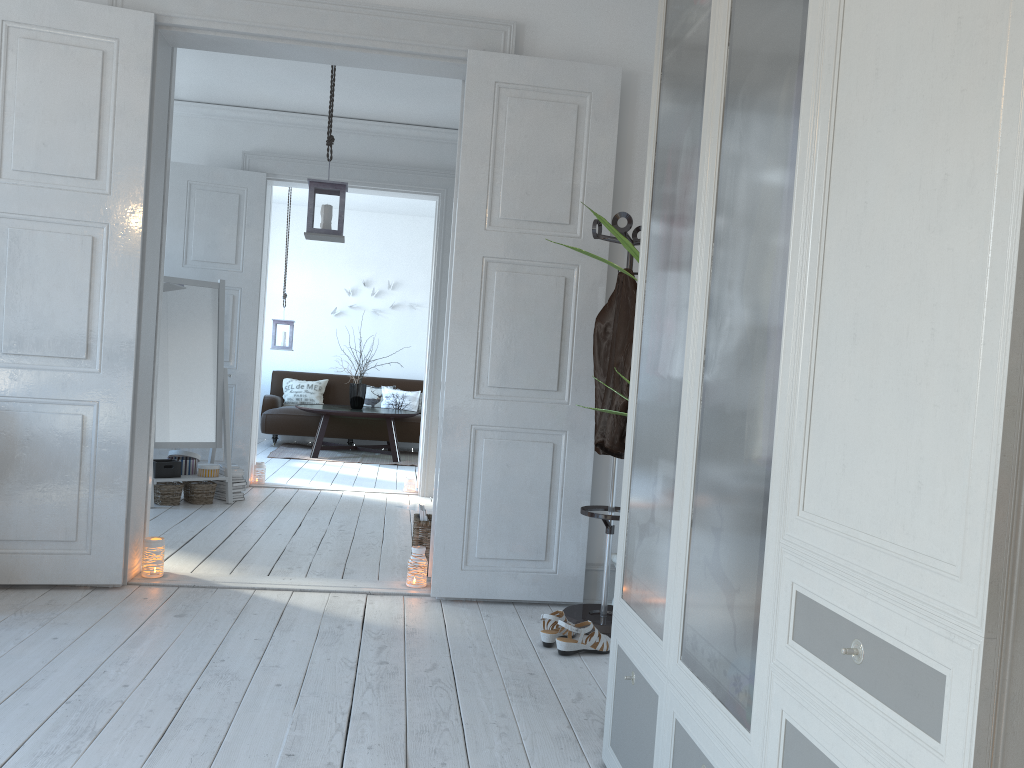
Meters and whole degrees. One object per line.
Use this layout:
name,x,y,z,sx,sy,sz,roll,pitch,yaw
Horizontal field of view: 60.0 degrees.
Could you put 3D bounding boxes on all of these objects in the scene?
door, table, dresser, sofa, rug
door,-0.912,-0.361,3.874,2.599,2.507,0.577,4,2,-7
table,-1.661,0.515,9.464,1.300,0.503,1.299,4,1,-17
dresser,0.697,-0.063,1.616,0.631,2.164,1.431,4,1,-7
sofa,-1.741,0.326,10.242,2.165,0.825,0.968,4,1,-7
rug,-1.679,0.738,9.497,1.710,0.055,1.455,4,1,-7
door,-1.289,-0.426,6.863,2.599,2.507,0.577,4,2,-7

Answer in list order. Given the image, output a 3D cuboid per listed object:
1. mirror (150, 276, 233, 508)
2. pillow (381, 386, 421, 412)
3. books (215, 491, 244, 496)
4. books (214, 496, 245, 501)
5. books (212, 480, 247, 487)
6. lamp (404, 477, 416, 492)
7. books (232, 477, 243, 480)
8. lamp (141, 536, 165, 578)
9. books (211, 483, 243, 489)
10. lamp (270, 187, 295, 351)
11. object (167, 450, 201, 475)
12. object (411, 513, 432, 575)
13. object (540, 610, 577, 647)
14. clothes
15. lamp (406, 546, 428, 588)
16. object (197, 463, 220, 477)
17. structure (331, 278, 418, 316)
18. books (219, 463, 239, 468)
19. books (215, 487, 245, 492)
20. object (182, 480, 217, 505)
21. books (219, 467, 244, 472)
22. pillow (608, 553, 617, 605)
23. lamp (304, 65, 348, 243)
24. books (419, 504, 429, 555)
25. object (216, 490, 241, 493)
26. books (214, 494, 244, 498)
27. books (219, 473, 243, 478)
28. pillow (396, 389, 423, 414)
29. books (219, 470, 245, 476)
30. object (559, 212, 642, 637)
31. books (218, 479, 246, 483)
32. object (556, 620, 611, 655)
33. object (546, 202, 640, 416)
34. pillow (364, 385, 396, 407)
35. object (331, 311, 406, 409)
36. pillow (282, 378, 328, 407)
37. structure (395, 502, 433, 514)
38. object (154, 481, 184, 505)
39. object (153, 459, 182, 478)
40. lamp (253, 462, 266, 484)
mirror,-2.146,0.029,5.842,0.611,1.489,0.416,3,2,-43
pillow,-1.300,0.192,10.285,0.471,0.309,0.188,4,2,-7
books,-1.947,0.746,6.079,0.180,0.016,0.128,5,1,38
books,-1.946,0.780,6.085,0.178,0.016,0.128,4,1,31
books,-1.937,0.675,6.073,0.193,0.022,0.128,4,1,25
lamp,-0.805,0.795,6.986,0.093,0.110,0.093,4,1,10
books,-1.940,0.637,6.078,0.128,0.016,0.176,3,1,-41
lamp,-1.557,0.753,3.850,0.089,0.166,0.089,4,2,-15
books,-1.952,0.697,6.080,0.167,0.022,0.128,4,1,27
lamp,-2.369,-1.235,9.336,0.228,1.763,0.228,4,2,-11
object,-2.209,0.517,5.957,0.207,0.159,0.241,4,1,0
object,-0.357,0.793,4.382,0.270,0.265,0.223,4,1,-7
object,0.174,0.914,3.389,0.099,0.126,0.272,5,1,25
clothes,0.441,-0.080,3.540,0.237,0.770,0.211,5,2,26
lamp,-0.427,0.827,4.006,0.093,0.180,0.092,3,2,-24
object,-2.015,0.573,5.887,0.142,0.074,0.142,4,1,-24
structure,-1.645,-1.019,10.667,1.025,0.478,0.085,4,2,-7
books,-1.942,0.562,6.082,0.111,0.014,0.156,4,1,-28
books,-1.944,0.718,6.077,0.186,0.017,0.132,4,1,30
object,-2.085,0.717,5.900,0.185,0.140,0.295,3,1,-36
books,-1.933,0.578,6.072,0.132,0.017,0.186,4,1,-34
pillow,0.597,0.842,3.843,0.317,0.314,0.272,4,1,-6
lamp,-1.033,-1.728,5.159,0.228,1.763,0.228,4,2,-11
books,-0.368,0.760,4.379,0.201,0.300,0.179,4,2,-7
object,-1.955,0.730,6.089,0.156,0.014,0.111,5,1,36
books,-1.948,0.763,6.082,0.176,0.016,0.128,5,1,34
books,-1.938,0.621,6.075,0.128,0.016,0.180,3,1,-36
pillow,-1.117,0.215,10.422,0.542,0.288,0.182,4,1,-6
books,-1.928,0.600,6.070,0.128,0.026,0.200,3,1,-36
object,0.432,0.160,3.619,0.374,1.659,0.374,4,2,0
books,-1.937,0.655,6.081,0.178,0.016,0.128,5,1,36
object,0.281,0.923,3.262,0.272,0.126,0.099,3,2,-35
object,0.551,0.232,2.673,1.043,1.555,0.289,5,2,22
pillow,-1.600,0.179,10.323,0.473,0.348,0.158,4,2,-9
object,-1.491,-0.255,9.391,0.846,1.066,0.525,3,2,-36
pillow,-2.402,0.111,10.259,0.519,0.367,0.238,4,1,-8
structure,-0.046,-0.413,6.473,0.800,2.829,1.248,5,2,38
object,-2.255,0.706,5.771,0.185,0.140,0.295,3,1,-36
object,-2.246,0.545,5.721,0.165,0.103,0.155,3,1,-43
lamp,-1.948,0.687,6.848,0.089,0.166,0.089,4,2,-8
